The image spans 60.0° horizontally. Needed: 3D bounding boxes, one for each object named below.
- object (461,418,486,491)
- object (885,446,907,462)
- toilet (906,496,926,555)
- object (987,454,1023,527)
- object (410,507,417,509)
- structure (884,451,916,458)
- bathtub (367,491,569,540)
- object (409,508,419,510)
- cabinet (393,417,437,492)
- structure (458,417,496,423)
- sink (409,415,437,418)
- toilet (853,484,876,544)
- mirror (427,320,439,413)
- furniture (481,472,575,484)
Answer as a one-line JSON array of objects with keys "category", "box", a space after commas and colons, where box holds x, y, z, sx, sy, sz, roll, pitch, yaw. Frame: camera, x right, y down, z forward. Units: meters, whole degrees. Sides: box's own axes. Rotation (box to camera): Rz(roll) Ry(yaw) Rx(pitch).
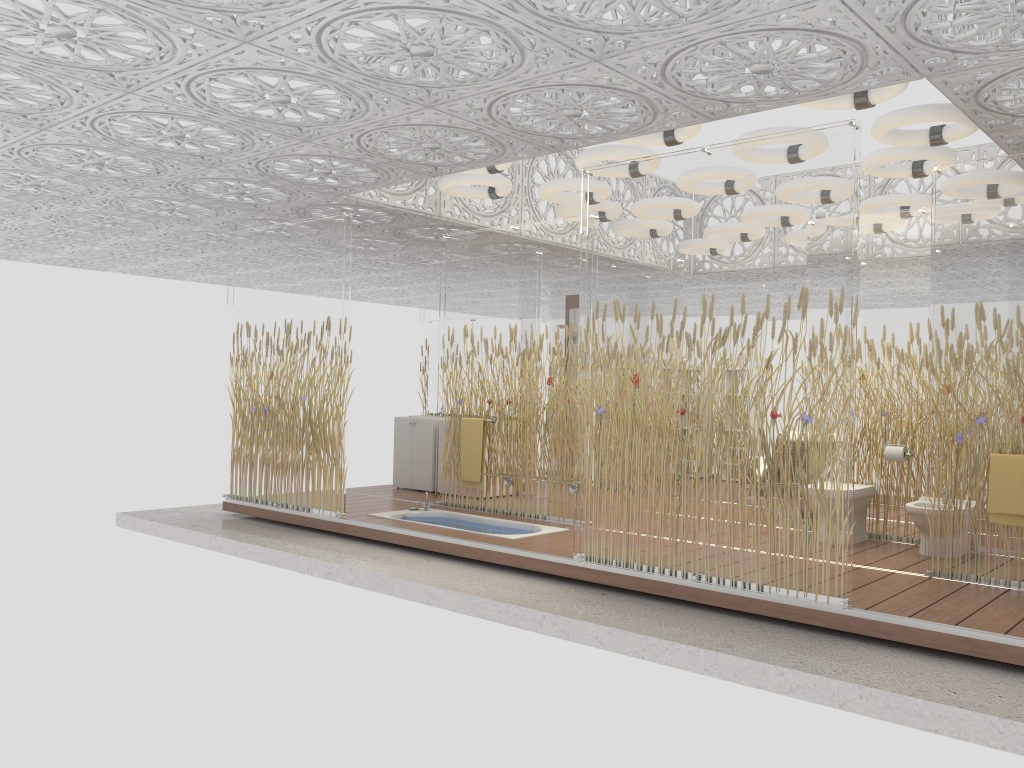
[{"category": "object", "box": [-0.363, 0.637, 8.126, 0.283, 0.656, 0.042, 1, -1, 41]}, {"category": "object", "box": [2.978, 0.542, 6.882, 0.131, 0.115, 0.115, 1, -1, 41]}, {"category": "toilet", "box": [3.103, 0.997, 6.438, 0.401, 0.506, 0.611, 1, -1, 41]}, {"category": "object", "box": [2.962, 0.626, 5.205, 0.295, 0.427, 0.042, 1, -1, 32]}, {"category": "object", "box": [-0.900, 1.141, 8.127, 0.066, 0.016, 0.035, 2, -1, -40]}, {"category": "structure", "box": [3.011, 0.543, 6.890, 0.215, 0.047, 0.080, 1, -1, 41]}, {"category": "bathtub", "box": [-0.408, 1.276, 7.487, 1.700, 0.582, 0.700, 1, -1, 41]}, {"category": "object", "box": [-0.900, 1.148, 8.127, 0.108, 0.011, 0.065, 2, -1, -40]}, {"category": "cabinet", "box": [-0.915, 0.769, 9.958, 0.643, 0.782, 0.549, 1, -1, 41]}, {"category": "structure", "box": [-0.340, 0.330, 8.149, 0.442, 0.047, 0.078, 1, -1, 41]}, {"category": "sink", "box": [-0.897, 0.401, 9.974, 0.573, 0.266, 0.499, 1, -1, 38]}, {"category": "toilet", "box": [2.531, 1.016, 6.934, 0.401, 0.437, 0.611, 1, -1, 41]}, {"category": "mirror", "box": [-0.440, -0.192, 9.937, 1.422, 1.081, 0.009, 1, -1, 41]}, {"category": "furniture", "box": [0.146, 0.799, 7.561, 0.977, 0.014, 0.178, 1, -1, 41]}]
